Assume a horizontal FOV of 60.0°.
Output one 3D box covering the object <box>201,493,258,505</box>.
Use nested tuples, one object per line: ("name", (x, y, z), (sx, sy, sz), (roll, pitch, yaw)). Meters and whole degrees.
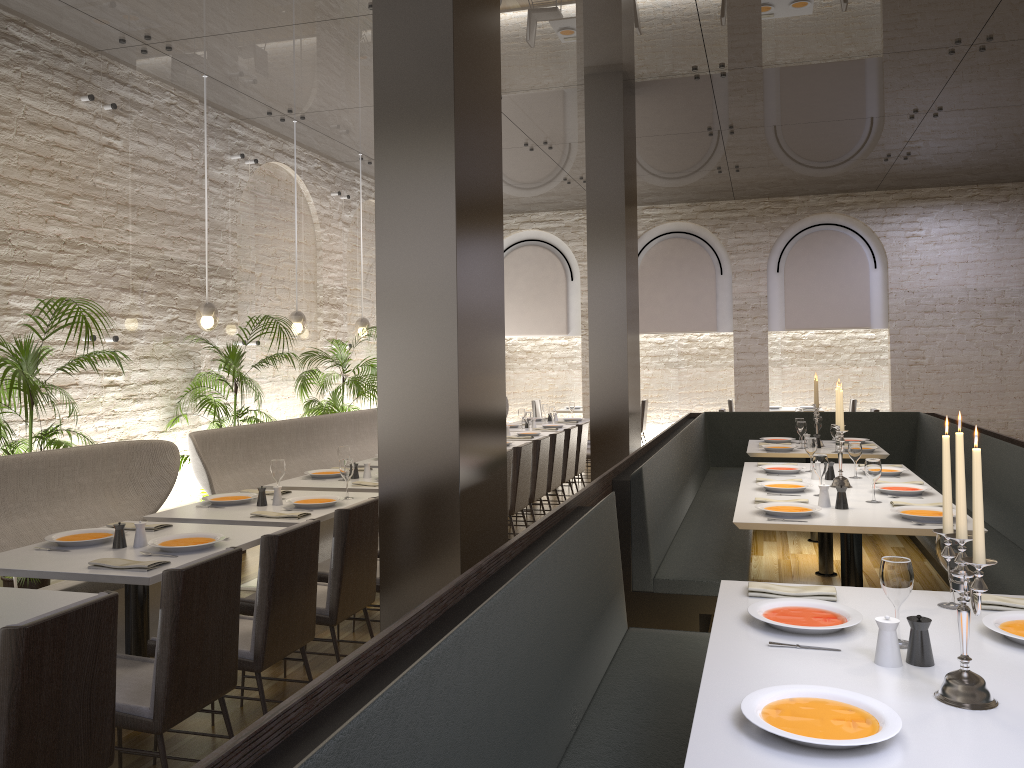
("object", (-1.610, 0.663, 5.073), (0.321, 0.036, 0.321), (-2, 2, -39))

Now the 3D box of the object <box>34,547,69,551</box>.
("object", (-1.976, 0.710, 3.808), (0.185, 0.010, 0.017), (0, 1, 16))

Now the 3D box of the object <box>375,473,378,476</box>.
("object", (-0.774, 0.626, 6.042), (0.321, 0.036, 0.321), (-1, 1, -2))

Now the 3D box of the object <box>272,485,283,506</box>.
("object", (-1.314, 0.622, 4.966), (0.059, 0.109, 0.059), (-1, 0, 24))

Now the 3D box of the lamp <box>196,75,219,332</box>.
("lamp", (-2.432, -1.436, 7.052), (0.177, 2.042, 0.177), (-2, -1, 37))

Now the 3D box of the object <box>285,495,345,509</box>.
("object", (-1.093, 0.659, 4.923), (0.321, 0.036, 0.321), (-2, 2, -39))

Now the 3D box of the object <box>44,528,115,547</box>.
("object", (-1.921, 0.695, 3.983), (0.322, 0.036, 0.321), (-1, 1, -6))

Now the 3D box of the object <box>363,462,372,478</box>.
("object", (-0.994, 0.589, 6.084), (0.059, 0.109, 0.059), (-1, 0, 8))

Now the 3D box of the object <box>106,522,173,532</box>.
("object", (-1.810, 0.692, 4.307), (0.273, 0.033, 0.142), (0, 1, 16))

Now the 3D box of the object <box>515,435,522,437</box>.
("object", (0.120, 0.542, 9.185), (0.181, 0.015, 0.038), (0, 1, 17))

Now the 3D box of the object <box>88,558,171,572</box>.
("object", (-1.505, 0.708, 3.488), (0.273, 0.033, 0.142), (0, 1, 16))

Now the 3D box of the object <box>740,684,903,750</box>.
("object", (0.647, 0.708, 1.866), (0.321, 0.036, 0.322), (-1, 1, -8))

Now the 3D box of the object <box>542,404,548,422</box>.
("object", (0.426, 0.375, 11.421), (0.086, 0.231, 0.086), (0, -1, -44))

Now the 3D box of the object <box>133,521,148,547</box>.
("object", (-1.626, 0.654, 3.877), (0.059, 0.109, 0.059), (-1, 0, 8))

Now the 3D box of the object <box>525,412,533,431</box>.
("object", (0.183, 0.423, 9.648), (0.086, 0.231, 0.086), (0, -1, -44))

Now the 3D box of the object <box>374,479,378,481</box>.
("object", (-0.829, 0.639, 5.867), (0.181, 0.015, 0.038), (0, 1, 17))

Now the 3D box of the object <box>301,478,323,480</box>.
("object", (-1.344, 0.646, 6.016), (0.185, 0.010, 0.017), (0, 1, 16))

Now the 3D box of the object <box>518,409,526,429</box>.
("object", (0.116, 0.406, 10.337), (0.086, 0.231, 0.086), (0, -1, -44))

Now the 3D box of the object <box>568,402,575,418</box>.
("object", (0.795, 0.360, 11.787), (0.086, 0.231, 0.086), (0, -1, -44))

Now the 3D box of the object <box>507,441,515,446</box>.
("object", (-0.132, 0.560, 8.284), (0.322, 0.036, 0.321), (-1, 1, -6))

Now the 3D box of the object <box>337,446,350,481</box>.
("object", (-1.133, 0.534, 5.973), (0.086, 0.231, 0.086), (-1, -1, -26))

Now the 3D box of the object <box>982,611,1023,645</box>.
("object", (1.465, 0.682, 2.420), (0.321, 0.036, 0.322), (0, 2, 36))

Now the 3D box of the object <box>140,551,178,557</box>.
("object", (-1.460, 0.704, 3.659), (0.181, 0.015, 0.038), (0, 1, 17))

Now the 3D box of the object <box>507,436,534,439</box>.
("object", (0.075, 0.546, 9.014), (0.273, 0.033, 0.142), (0, 1, 16))

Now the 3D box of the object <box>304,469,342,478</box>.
("object", (-1.290, 0.630, 6.192), (0.321, 0.036, 0.321), (-1, 1, -2))

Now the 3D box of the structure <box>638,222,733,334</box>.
("structure", (2.472, -1.596, 13.315), (1.633, 1.676, 0.098), (-1, -1, 16))

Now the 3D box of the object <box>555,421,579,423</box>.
("object", (0.692, 0.483, 11.171), (0.273, 0.033, 0.142), (0, 1, 16))

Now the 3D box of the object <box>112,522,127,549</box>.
("object", (-1.706, 0.656, 3.852), (0.059, 0.109, 0.059), (-1, 0, 8))

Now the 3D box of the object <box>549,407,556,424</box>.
("object", (0.485, 0.392, 10.703), (0.086, 0.231, 0.086), (0, -1, -44))

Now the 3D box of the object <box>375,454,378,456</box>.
("object", (-0.970, 0.598, 7.308), (0.322, 0.036, 0.321), (-1, 1, -6))

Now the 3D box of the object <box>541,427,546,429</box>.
("object", (0.424, 0.511, 10.245), (0.181, 0.015, 0.038), (0, 1, 17))

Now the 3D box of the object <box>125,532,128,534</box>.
("object", (-1.876, 0.698, 4.155), (0.181, 0.015, 0.038), (0, 1, 17))

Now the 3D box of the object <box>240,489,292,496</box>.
("object", (-1.498, 0.660, 5.396), (0.273, 0.033, 0.142), (0, 1, 16))

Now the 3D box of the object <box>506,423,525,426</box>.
("object", (0.074, 0.499, 10.894), (0.273, 0.033, 0.142), (0, 1, 16))

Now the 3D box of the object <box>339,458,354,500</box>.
("object", (-0.961, 0.552, 5.160), (0.086, 0.231, 0.086), (0, -1, -32))

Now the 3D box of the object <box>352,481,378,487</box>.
("object", (-0.874, 0.643, 5.696), (0.273, 0.033, 0.142), (0, 1, 16))

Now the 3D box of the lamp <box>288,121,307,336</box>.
("lamp", (-2.046, -1.476, 8.401), (0.178, 2.042, 0.177), (-1, -1, 1))

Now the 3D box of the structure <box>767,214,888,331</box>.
("structure", (4.510, -1.613, 12.733), (1.633, 1.676, 0.098), (-1, -1, 16))

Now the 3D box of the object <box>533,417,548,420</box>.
("object", (0.387, 0.467, 11.990), (0.273, 0.033, 0.142), (0, 1, 16))

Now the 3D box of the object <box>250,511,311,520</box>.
("object", (-1.194, 0.676, 4.578), (0.273, 0.033, 0.142), (0, 1, 16))

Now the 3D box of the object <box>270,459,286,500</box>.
("object", (-1.363, 0.558, 5.167), (0.086, 0.231, 0.086), (0, -1, -32))

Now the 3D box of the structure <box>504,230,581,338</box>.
("structure", (0.299, -1.578, 13.936), (1.633, 1.676, 0.098), (-1, -1, 16))

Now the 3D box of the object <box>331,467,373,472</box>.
("object", (-1.178, 0.627, 6.515), (0.273, 0.033, 0.142), (0, 1, 16))

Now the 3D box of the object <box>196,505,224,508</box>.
("object", (-1.664, 0.678, 4.897), (0.185, 0.010, 0.017), (0, 1, 16))

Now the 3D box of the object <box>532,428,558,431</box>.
("object", (0.379, 0.515, 10.075), (0.273, 0.033, 0.142), (0, 1, 16))

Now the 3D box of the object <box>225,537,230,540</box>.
("object", (-1.360, 0.696, 4.006), (0.185, 0.010, 0.017), (0, 1, 16))

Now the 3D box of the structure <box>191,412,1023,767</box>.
("structure", (1.520, 0.922, 3.773), (2.371, 1.001, 10.749), (-1, 1, 16))

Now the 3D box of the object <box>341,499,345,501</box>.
("object", (-1.049, 0.664, 5.095), (0.185, 0.010, 0.017), (0, 1, 16))

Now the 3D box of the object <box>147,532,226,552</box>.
("object", (-1.405, 0.691, 3.834), (0.322, 0.036, 0.321), (-1, 1, -6))

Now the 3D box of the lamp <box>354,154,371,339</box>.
("lamp", (-1.657, -1.516, 9.762), (0.178, 2.042, 0.177), (-1, -1, -5))

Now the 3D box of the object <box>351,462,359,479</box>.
("object", (-1.074, 0.591, 6.060), (0.059, 0.109, 0.059), (-1, 0, 8))

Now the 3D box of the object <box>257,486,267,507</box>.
("object", (-1.394, 0.624, 4.941), (0.059, 0.109, 0.059), (-1, 0, 24))

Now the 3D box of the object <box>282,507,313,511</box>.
("object", (-1.149, 0.672, 4.748), (0.181, 0.015, 0.038), (0, 1, 17))
